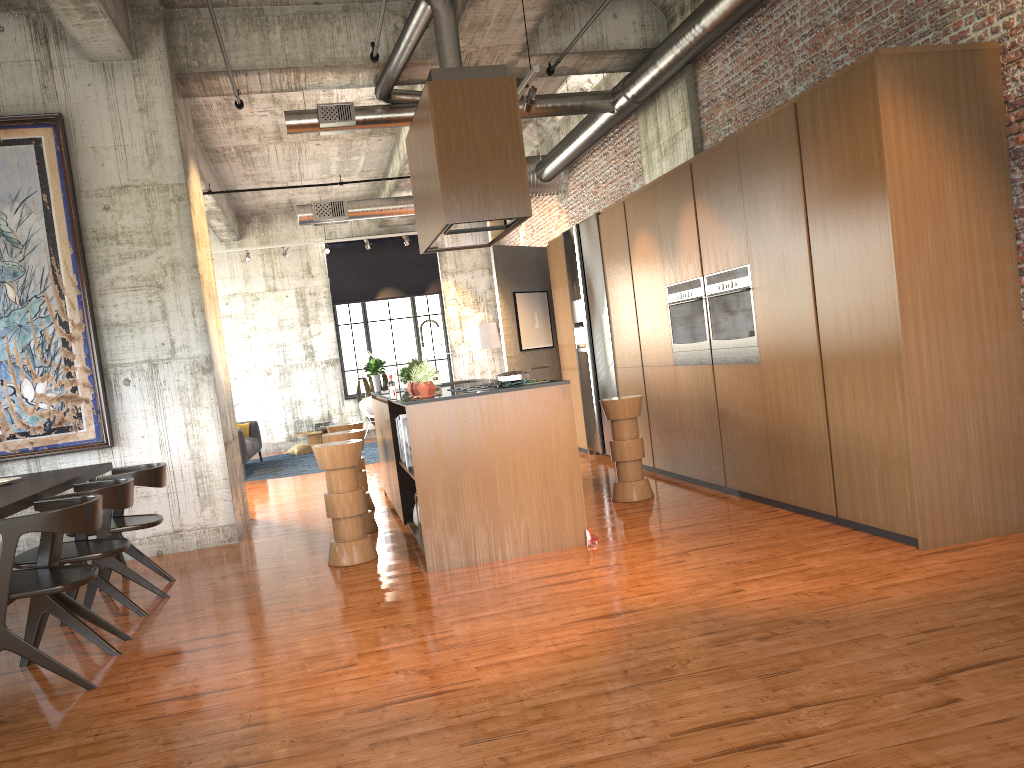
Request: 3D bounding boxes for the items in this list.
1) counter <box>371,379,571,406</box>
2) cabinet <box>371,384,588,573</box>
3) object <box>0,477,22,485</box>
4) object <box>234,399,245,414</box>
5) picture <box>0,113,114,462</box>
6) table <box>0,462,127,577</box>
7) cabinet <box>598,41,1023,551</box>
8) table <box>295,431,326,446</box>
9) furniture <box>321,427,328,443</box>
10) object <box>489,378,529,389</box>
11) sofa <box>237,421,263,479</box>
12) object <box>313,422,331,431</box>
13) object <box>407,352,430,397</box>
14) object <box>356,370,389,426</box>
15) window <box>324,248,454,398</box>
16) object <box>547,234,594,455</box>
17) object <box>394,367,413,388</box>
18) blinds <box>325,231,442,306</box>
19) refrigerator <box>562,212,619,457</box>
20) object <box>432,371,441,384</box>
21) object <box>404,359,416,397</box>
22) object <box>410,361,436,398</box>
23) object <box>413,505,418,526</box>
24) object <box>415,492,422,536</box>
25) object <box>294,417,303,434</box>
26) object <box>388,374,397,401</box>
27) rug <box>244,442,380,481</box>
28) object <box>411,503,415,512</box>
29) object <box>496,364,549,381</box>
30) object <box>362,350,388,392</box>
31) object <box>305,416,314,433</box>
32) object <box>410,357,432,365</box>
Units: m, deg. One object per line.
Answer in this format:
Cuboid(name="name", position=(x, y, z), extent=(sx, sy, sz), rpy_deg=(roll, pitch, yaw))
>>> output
Cuboid(name="counter", position=(-0.620, 0.121, 8.651), extent=(1.244, 0.174, 4.359), rpy_deg=(-8, 2, -12))
Cuboid(name="cabinet", position=(-0.551, 0.677, 8.689), extent=(1.244, 1.246, 4.357), rpy_deg=(-8, 2, -12))
Cuboid(name="object", position=(-4.067, 0.775, 6.821), extent=(0.526, 0.025, 0.526), rpy_deg=(-7, 2, -2))
Cuboid(name="object", position=(-4.027, 0.625, 10.731), extent=(1.890, 2.067, 1.509), rpy_deg=(-7, 3, 11))
Cuboid(name="picture", position=(-4.754, -0.845, 8.101), extent=(1.654, 3.126, 0.141), rpy_deg=(-8, 4, -12))
Cuboid(name="table", position=(-3.843, 1.302, 5.855), extent=(1.637, 1.008, 3.699), rpy_deg=(-8, 2, -12))
Cuboid(name="cabinet", position=(2.179, -0.550, 8.036), extent=(0.859, 3.050, 5.337), rpy_deg=(-8, 3, -12))
Cuboid(name="table", position=(-4.265, 1.205, 19.404), extent=(0.874, 0.359, 0.475), rpy_deg=(-8, 3, -12))
Cuboid(name="furniture", position=(-3.761, 1.107, 18.571), extent=(0.432, 0.478, 0.430), rpy_deg=(-5, 4, 33))
Cuboid(name="object", position=(-0.040, -0.007, 6.764), extent=(0.185, 0.068, 0.390), rpy_deg=(-6, 3, 34))
Cuboid(name="sofa", position=(-5.314, 1.211, 15.910), extent=(1.361, 0.862, 3.001), rpy_deg=(-8, 2, -10))
Cuboid(name="object", position=(-4.136, 0.931, 19.397), extent=(0.423, 0.153, 0.381), rpy_deg=(-8, 2, -12))
Cuboid(name="object", position=(-0.756, -0.081, 7.089), extent=(0.197, 0.368, 0.186), rpy_deg=(-5, 4, 28))
Cuboid(name="object", position=(-3.043, 0.374, 19.540), extent=(0.728, 1.299, 0.455), rpy_deg=(-7, 4, 0))
Cuboid(name="window", position=(-2.761, -1.500, 20.102), extent=(2.577, 3.442, 0.050), rpy_deg=(-8, 4, -12))
Cuboid(name="object", position=(1.194, -0.586, 12.565), extent=(0.859, 3.051, 0.909), rpy_deg=(-8, 4, -12))
Cuboid(name="object", position=(-1.277, -0.082, 10.627), extent=(0.237, 0.258, 0.231), rpy_deg=(-6, 3, 26))
Cuboid(name="blinds", position=(-2.867, -2.614, 19.855), extent=(2.441, 1.467, 0.150), rpy_deg=(-8, 4, -12))
Cuboid(name="refrigerator", position=(1.567, -0.585, 11.404), extent=(1.210, 3.056, 1.515), rpy_deg=(-8, 4, -12))
Cuboid(name="object", position=(-0.913, -0.079, 10.660), extent=(0.107, 0.158, 0.107), rpy_deg=(-6, 4, 23))
Cuboid(name="object", position=(-0.810, -0.054, 7.328), extent=(0.178, 0.312, 0.172), rpy_deg=(-7, 3, -6))
Cuboid(name="object", position=(-0.679, -0.040, 6.863), extent=(0.221, 0.284, 0.210), rpy_deg=(-7, 3, -4))
Cuboid(name="object", position=(-0.782, 1.135, 7.781), extent=(0.181, 0.244, 0.180), rpy_deg=(-5, 4, 36))
Cuboid(name="object", position=(-0.735, 1.046, 7.424), extent=(0.137, 0.433, 0.137), rpy_deg=(-7, 4, -1))
Cuboid(name="object", position=(-4.629, 0.898, 19.203), extent=(0.163, 0.362, 0.163), rpy_deg=(-8, 4, -14))
Cuboid(name="object", position=(-0.935, 0.029, 6.908), extent=(0.056, 0.209, 0.056), rpy_deg=(-8, 4, -12))
Cuboid(name="rug", position=(-3.640, 1.405, 16.560), extent=(4.852, 0.009, 4.831), rpy_deg=(-6, 2, 34))
Cuboid(name="object", position=(-0.801, 1.144, 8.047), extent=(0.216, 0.128, 0.217), rpy_deg=(-8, 3, -17))
Cuboid(name="object", position=(0.104, -0.079, 7.303), extent=(0.331, 0.121, 0.727), rpy_deg=(-6, 2, 23))
Cuboid(name="object", position=(-1.618, -0.156, 10.499), extent=(0.269, 0.503, 0.303), rpy_deg=(-5, 4, 30))
Cuboid(name="object", position=(-4.404, 0.868, 19.251), extent=(0.163, 0.362, 0.163), rpy_deg=(-8, 4, -9))
Cuboid(name="object", position=(-1.084, -0.169, 10.642), extent=(0.306, 0.382, 0.361), rpy_deg=(-6, 3, 22))
